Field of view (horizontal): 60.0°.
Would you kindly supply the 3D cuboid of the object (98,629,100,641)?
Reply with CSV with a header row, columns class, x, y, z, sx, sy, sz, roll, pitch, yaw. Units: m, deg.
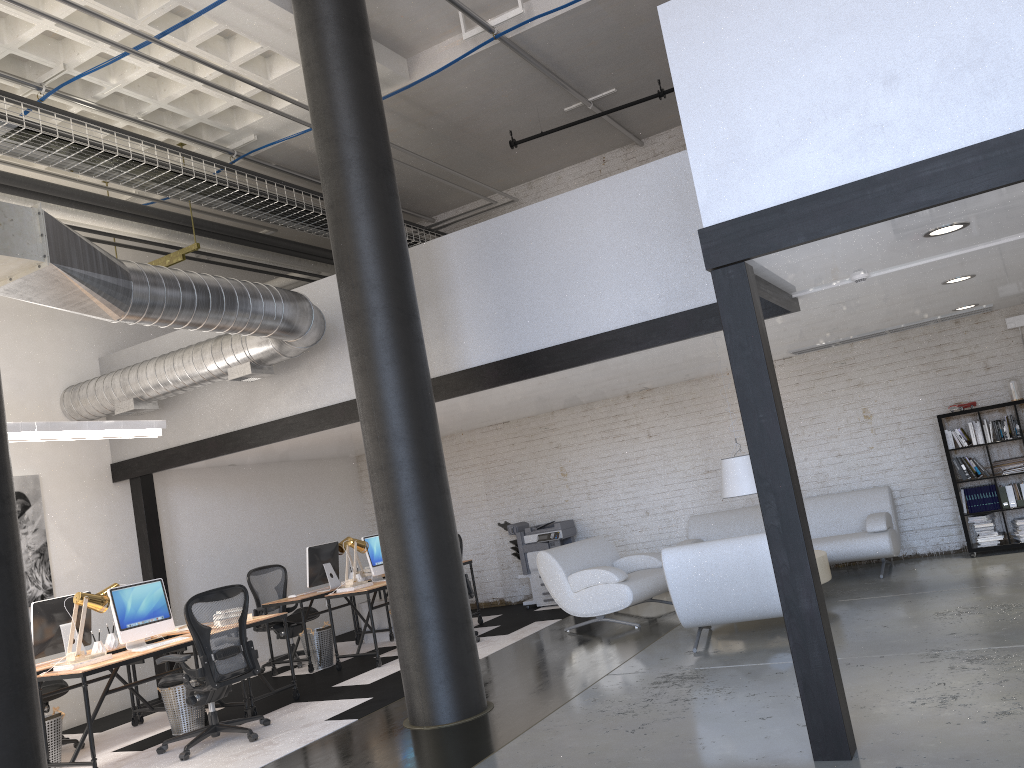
class,x,y,z,sx,sy,sz,roll,pitch,yaw
object,-3.016,1.898,6.478,0.008,0.207,0.054,-12,-6,10

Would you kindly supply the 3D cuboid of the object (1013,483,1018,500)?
class,x,y,z,sx,sy,sz,roll,pitch,yaw
object,4.736,1.035,8.326,0.006,0.207,0.139,-14,-7,27

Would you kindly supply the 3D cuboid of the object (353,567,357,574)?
class,x,y,z,sx,sy,sz,roll,pitch,yaw
object,-1.573,1.954,9.006,0.054,0.207,0.008,-10,-6,-7

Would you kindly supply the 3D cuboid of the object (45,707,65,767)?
class,x,y,z,sx,sy,sz,roll,pitch,yaw
object,-3.395,2.580,6.373,0.353,0.434,0.359,-13,-7,24

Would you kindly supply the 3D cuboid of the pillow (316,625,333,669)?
class,x,y,z,sx,sy,sz,roll,pitch,yaw
pillow,-1.878,2.635,8.887,0.120,0.406,0.239,-14,-7,28

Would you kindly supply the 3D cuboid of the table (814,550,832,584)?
class,x,y,z,sx,sy,sz,roll,pitch,yaw
table,2.230,1.763,7.815,1.119,0.394,1.120,-12,-7,9

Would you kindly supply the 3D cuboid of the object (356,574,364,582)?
class,x,y,z,sx,sy,sz,roll,pitch,yaw
object,-1.560,1.996,9.015,0.101,0.126,0.102,-8,-7,-17

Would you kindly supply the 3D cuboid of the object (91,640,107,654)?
class,x,y,z,sx,sy,sz,roll,pitch,yaw
object,-3.009,1.937,6.458,0.101,0.126,0.102,-8,-7,-17

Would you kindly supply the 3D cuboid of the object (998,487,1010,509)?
class,x,y,z,sx,sy,sz,roll,pitch,yaw
object,4.640,1.065,8.368,0.056,0.199,0.176,-14,-7,26

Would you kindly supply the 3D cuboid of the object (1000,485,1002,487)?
class,x,y,z,sx,sy,sz,roll,pitch,yaw
object,4.633,1.056,8.354,0.022,0.208,0.129,-13,-7,26

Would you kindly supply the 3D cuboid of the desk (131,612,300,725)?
class,x,y,z,sx,sy,sz,roll,pitch,yaw
desk,-2.554,2.426,7.547,1.403,0.723,0.529,-14,-7,27

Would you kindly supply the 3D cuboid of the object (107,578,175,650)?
class,x,y,z,sx,sy,sz,roll,pitch,yaw
object,-2.829,1.757,6.747,0.190,0.484,0.484,-14,-7,27

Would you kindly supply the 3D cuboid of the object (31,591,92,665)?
class,x,y,z,sx,sy,sz,roll,pitch,yaw
object,-3.409,1.865,6.761,0.190,0.484,0.484,-14,-7,27

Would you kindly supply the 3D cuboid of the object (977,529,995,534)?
class,x,y,z,sx,sy,sz,roll,pitch,yaw
object,4.524,1.403,8.464,0.149,0.011,0.236,-14,-8,29

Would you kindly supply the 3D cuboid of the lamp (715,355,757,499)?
class,x,y,z,sx,sy,sz,roll,pitch,yaw
lamp,1.985,0.330,8.011,0.437,1.345,0.436,-16,-8,41

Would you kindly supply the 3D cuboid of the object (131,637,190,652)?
class,x,y,z,sx,sy,sz,roll,pitch,yaw
object,-2.608,1.936,6.596,0.119,0.017,0.439,-14,-8,27

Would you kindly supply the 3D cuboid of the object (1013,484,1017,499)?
class,x,y,z,sx,sy,sz,roll,pitch,yaw
object,4.730,1.039,8.328,0.005,0.203,0.139,-14,-7,27

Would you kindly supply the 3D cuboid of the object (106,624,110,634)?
class,x,y,z,sx,sy,sz,roll,pitch,yaw
object,-3.172,1.992,7.001,0.008,0.207,0.054,-12,-6,10

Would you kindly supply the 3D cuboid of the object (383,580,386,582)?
class,x,y,z,sx,sy,sz,roll,pitch,yaw
object,-1.158,1.995,9.153,0.119,0.017,0.439,-14,-8,27

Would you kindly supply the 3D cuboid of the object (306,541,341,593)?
class,x,y,z,sx,sy,sz,roll,pitch,yaw
object,-1.959,1.924,9.318,0.190,0.484,0.484,-14,-7,27

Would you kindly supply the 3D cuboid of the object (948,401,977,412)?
class,x,y,z,sx,sy,sz,roll,pitch,yaw
object,4.374,0.215,8.612,0.286,0.083,0.117,-7,-8,-27

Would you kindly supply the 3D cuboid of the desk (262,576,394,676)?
class,x,y,z,sx,sy,sz,roll,pitch,yaw
desk,-1.924,2.551,9.444,0.530,0.723,1.401,-14,-8,27

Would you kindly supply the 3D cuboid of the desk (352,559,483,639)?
class,x,y,z,sx,sy,sz,roll,pitch,yaw
desk,-1.105,2.484,10.103,1.403,0.723,0.529,-14,-7,27

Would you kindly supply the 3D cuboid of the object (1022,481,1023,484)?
class,x,y,z,sx,sy,sz,roll,pitch,yaw
object,4.799,1.014,8.276,0.027,0.212,0.129,-14,-7,30

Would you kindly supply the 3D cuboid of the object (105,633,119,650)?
class,x,y,z,sx,sy,sz,roll,pitch,yaw
object,-3.164,2.035,7.011,0.101,0.126,0.102,-8,-7,-17

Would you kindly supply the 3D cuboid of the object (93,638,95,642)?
class,x,y,z,sx,sy,sz,roll,pitch,yaw
object,-3.031,1.899,6.459,0.054,0.207,0.008,-12,-6,15

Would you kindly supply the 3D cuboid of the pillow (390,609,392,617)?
class,x,y,z,sx,sy,sz,roll,pitch,yaw
pillow,-1.188,2.595,9.569,0.120,0.406,0.239,-14,-7,28

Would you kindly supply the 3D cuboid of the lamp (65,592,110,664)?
class,x,y,z,sx,sy,sz,roll,pitch,yaw
lamp,-2.998,1.698,6.265,0.126,0.469,0.344,-14,-7,28

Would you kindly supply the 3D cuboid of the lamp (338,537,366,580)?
class,x,y,z,sx,sy,sz,roll,pitch,yaw
lamp,-1.799,1.926,9.805,0.128,0.469,0.344,-14,-7,28

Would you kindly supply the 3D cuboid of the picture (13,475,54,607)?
class,x,y,z,sx,sy,sz,roll,pitch,yaw
picture,-4.490,1.417,7.875,0.049,1.181,0.731,-14,-7,27

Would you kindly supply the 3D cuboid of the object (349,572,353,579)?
class,x,y,z,sx,sy,sz,roll,pitch,yaw
object,-1.715,2.094,9.568,0.101,0.126,0.102,-8,-7,-17

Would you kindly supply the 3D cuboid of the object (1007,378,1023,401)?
class,x,y,z,sx,sy,sz,roll,pitch,yaw
object,4.725,0.048,8.333,0.106,0.217,0.106,-4,-9,-43

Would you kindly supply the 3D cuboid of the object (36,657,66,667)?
class,x,y,z,sx,sy,sz,roll,pitch,yaw
object,-3.546,2.141,6.862,0.119,0.017,0.439,-14,-8,27

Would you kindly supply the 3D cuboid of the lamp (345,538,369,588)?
class,x,y,z,sx,sy,sz,roll,pitch,yaw
lamp,-1.549,1.756,8.822,0.126,0.469,0.344,-14,-7,28

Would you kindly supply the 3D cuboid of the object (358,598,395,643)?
class,x,y,z,sx,sy,sz,roll,pitch,yaw
object,-1.453,2.693,10.122,0.544,0.454,0.221,-14,-7,27

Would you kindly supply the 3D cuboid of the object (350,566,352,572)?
class,x,y,z,sx,sy,sz,roll,pitch,yaw
object,-1.722,2.051,9.557,0.008,0.207,0.054,-12,-6,10

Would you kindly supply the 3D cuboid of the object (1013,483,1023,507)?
class,x,y,z,sx,sy,sz,roll,pitch,yaw
object,4.745,1.038,8.306,0.056,0.199,0.172,-14,-7,27

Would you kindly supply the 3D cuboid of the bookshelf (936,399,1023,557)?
class,x,y,z,sx,sy,sz,roll,pitch,yaw
bookshelf,4.854,0.839,8.312,1.311,1.379,0.389,-14,-7,28

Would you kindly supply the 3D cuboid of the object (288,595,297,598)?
class,x,y,z,sx,sy,sz,roll,pitch,yaw
object,-2.260,2.187,9.133,0.106,0.029,0.059,-14,-8,28

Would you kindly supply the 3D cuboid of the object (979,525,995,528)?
class,x,y,z,sx,sy,sz,roll,pitch,yaw
object,4.521,1.349,8.467,0.149,0.012,0.236,-14,-8,24

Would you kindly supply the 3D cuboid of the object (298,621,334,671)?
class,x,y,z,sx,sy,sz,roll,pitch,yaw
object,-1.946,2.639,8.929,0.353,0.434,0.359,-13,-7,24

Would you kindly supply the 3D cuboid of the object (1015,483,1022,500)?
class,x,y,z,sx,sy,sz,roll,pitch,yaw
object,4.758,1.029,8.314,0.028,0.207,0.139,-14,-7,27

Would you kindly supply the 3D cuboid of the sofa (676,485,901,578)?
class,x,y,z,sx,sy,sz,roll,pitch,yaw
sofa,2.776,1.623,9.055,2.140,0.776,1.016,-14,-8,27

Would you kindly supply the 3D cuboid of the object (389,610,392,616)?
class,x,y,z,sx,sy,sz,roll,pitch,yaw
object,-1.125,2.565,9.529,0.353,0.434,0.359,-13,-7,24

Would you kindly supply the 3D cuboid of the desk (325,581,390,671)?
class,x,y,z,sx,sy,sz,roll,pitch,yaw
desk,-1.198,2.368,9.046,0.530,0.723,1.401,-14,-8,27

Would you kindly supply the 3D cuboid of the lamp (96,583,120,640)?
class,x,y,z,sx,sy,sz,roll,pitch,yaw
lamp,-3.249,1.868,7.249,0.128,0.469,0.344,-14,-7,28

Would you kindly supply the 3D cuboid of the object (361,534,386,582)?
class,x,y,z,sx,sy,sz,roll,pitch,yaw
object,-1.379,1.816,9.304,0.190,0.484,0.484,-14,-7,27

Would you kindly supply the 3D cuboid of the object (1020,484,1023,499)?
class,x,y,z,sx,sy,sz,roll,pitch,yaw
object,4.807,1.024,8.290,0.056,0.199,0.176,-14,-8,30

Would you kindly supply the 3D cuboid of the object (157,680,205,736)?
class,x,y,z,sx,sy,sz,roll,pitch,yaw
object,-2.574,2.506,6.973,0.353,0.434,0.359,-13,-7,24

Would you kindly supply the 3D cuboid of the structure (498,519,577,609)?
class,x,y,z,sx,sy,sz,roll,pitch,yaw
structure,0.395,2.104,10.593,1.059,1.056,0.503,-14,-7,27

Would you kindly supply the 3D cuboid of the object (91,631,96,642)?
class,x,y,z,sx,sy,sz,roll,pitch,yaw
object,-3.023,1.896,6.450,0.054,0.207,0.008,-10,-6,-7

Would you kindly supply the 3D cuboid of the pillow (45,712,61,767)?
class,x,y,z,sx,sy,sz,roll,pitch,yaw
pillow,-3.327,2.576,6.331,0.120,0.406,0.239,-14,-7,28

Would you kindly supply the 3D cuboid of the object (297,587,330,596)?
class,x,y,z,sx,sy,sz,roll,pitch,yaw
object,-2.097,2.200,9.418,0.119,0.017,0.439,-14,-8,27

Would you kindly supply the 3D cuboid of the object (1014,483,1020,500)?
class,x,y,z,sx,sy,sz,roll,pitch,yaw
object,4.745,1.035,8.324,0.022,0.203,0.129,-14,-7,27

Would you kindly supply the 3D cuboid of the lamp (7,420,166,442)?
class,x,y,z,sx,sy,sz,roll,pitch,yaw
lamp,-5.031,-0.989,4.605,0.226,2.859,7.303,-14,-8,27

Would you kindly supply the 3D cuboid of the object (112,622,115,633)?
class,x,y,z,sx,sy,sz,roll,pitch,yaw
object,-3.166,1.995,7.029,0.054,0.207,0.008,-10,-6,-7

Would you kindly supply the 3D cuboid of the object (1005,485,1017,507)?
class,x,y,z,sx,sy,sz,roll,pitch,yaw
object,4.702,1.052,8.353,0.056,0.199,0.176,-14,-7,28

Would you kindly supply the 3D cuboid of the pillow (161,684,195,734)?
class,x,y,z,sx,sy,sz,roll,pitch,yaw
pillow,-2.637,2.536,7.012,0.120,0.406,0.239,-14,-7,28
